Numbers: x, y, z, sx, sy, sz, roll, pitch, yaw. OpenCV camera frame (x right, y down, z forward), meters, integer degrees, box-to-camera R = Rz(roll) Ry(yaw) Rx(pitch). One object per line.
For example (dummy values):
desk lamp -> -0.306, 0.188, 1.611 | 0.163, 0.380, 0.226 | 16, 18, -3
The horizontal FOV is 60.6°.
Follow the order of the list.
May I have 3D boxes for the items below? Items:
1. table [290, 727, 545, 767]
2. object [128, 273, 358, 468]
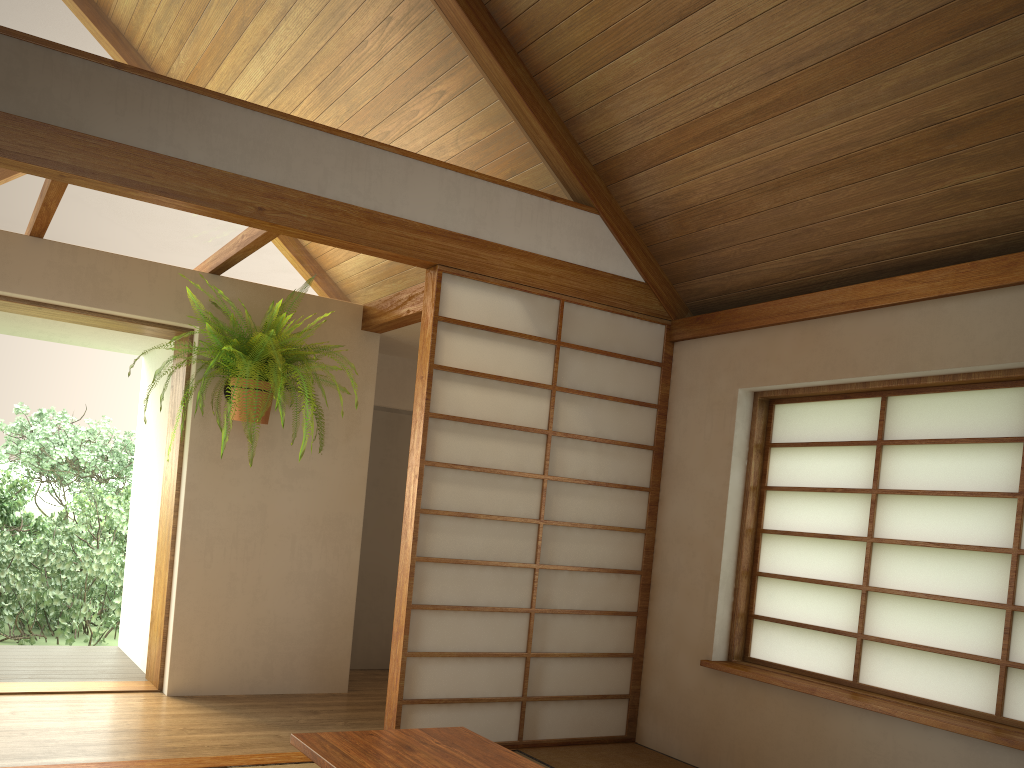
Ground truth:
table -> -0.072, 1.192, 2.187 | 0.570, 0.334, 1.277 | 9, -9, -32
object -> -1.292, -0.041, 4.574 | 1.204, 1.125, 1.123 | 8, -5, -37
